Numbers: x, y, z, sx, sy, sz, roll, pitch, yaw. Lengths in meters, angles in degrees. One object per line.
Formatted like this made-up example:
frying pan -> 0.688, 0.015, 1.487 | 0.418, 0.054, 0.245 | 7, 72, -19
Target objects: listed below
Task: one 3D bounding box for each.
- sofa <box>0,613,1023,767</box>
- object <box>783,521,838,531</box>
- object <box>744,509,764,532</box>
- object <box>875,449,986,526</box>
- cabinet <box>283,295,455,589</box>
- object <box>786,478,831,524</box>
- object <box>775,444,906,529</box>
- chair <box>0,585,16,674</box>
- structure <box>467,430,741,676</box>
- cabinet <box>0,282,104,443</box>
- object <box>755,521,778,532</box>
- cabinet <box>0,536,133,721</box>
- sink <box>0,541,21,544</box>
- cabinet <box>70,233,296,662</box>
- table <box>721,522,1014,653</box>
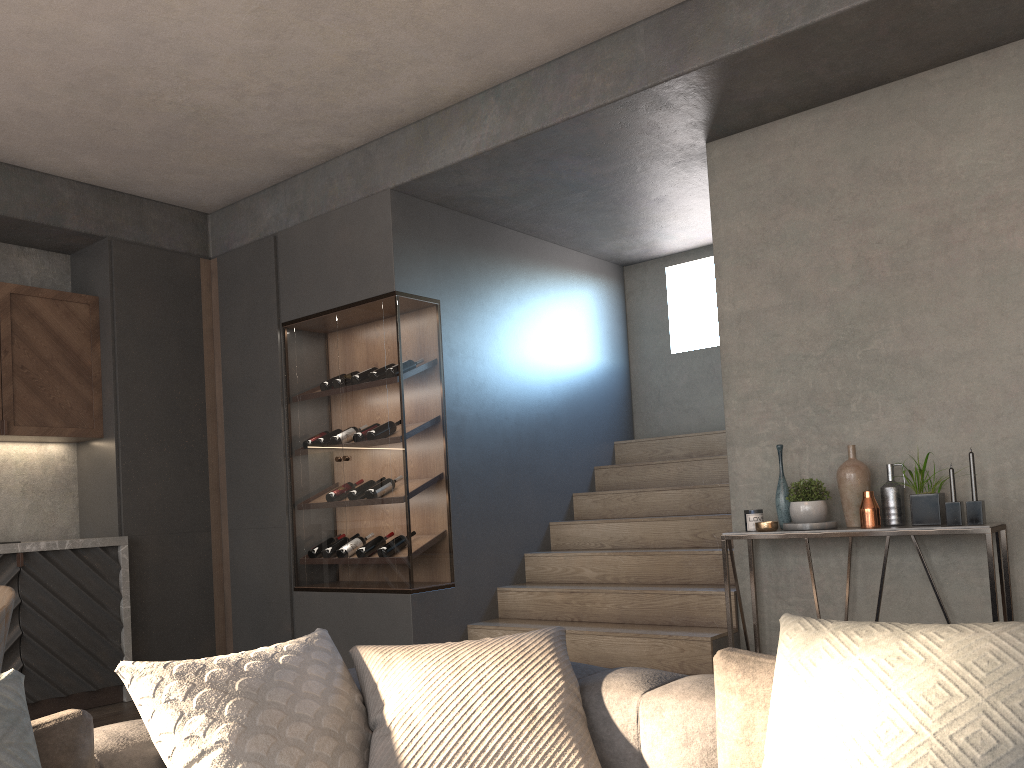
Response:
sofa -> 0.249, 0.727, 0.997 | 2.927, 0.779, 2.028 | -9, -9, 38
object -> 1.314, 0.625, 3.892 | 0.230, 0.031, 0.229 | -11, -11, 44
object -> 1.115, 0.628, 4.066 | 0.084, 0.098, 0.085 | -3, -5, -3
object -> 1.703, 0.408, 3.601 | 0.315, 0.335, 0.405 | -2, -6, -10
cabinet -> -0.860, 0.382, 5.176 | 1.004, 1.576, 0.337 | -7, -4, 39
object -> 1.309, 0.527, 3.894 | 0.195, 0.226, 0.188 | -5, -5, 17
object -> 1.402, 0.436, 3.860 | 0.564, 0.388, 0.225 | -8, -6, 34
chair -> -1.794, 1.050, 2.655 | 0.558, 0.832, 0.510 | -7, -6, 43
structure -> 0.841, 0.963, 5.223 | 1.515, 1.414, 2.264 | -8, -8, 38
cabinet -> -3.689, -0.205, 4.148 | 0.371, 0.860, 3.401 | -6, -8, 38
object -> 1.140, 0.639, 3.953 | 0.100, 0.041, 0.099 | -9, -9, 37
cabinet -> -3.513, 1.277, 4.003 | 0.603, 0.944, 3.400 | -7, -8, 38
sink -> -3.162, 0.664, 4.582 | 0.463, 0.543, 0.964 | -7, -8, 38
cabinet -> -1.895, 0.509, 5.642 | 1.208, 2.740, 1.188 | -6, -5, 38
table -> 1.494, 1.025, 3.770 | 1.106, 0.816, 0.300 | -8, -6, 38
